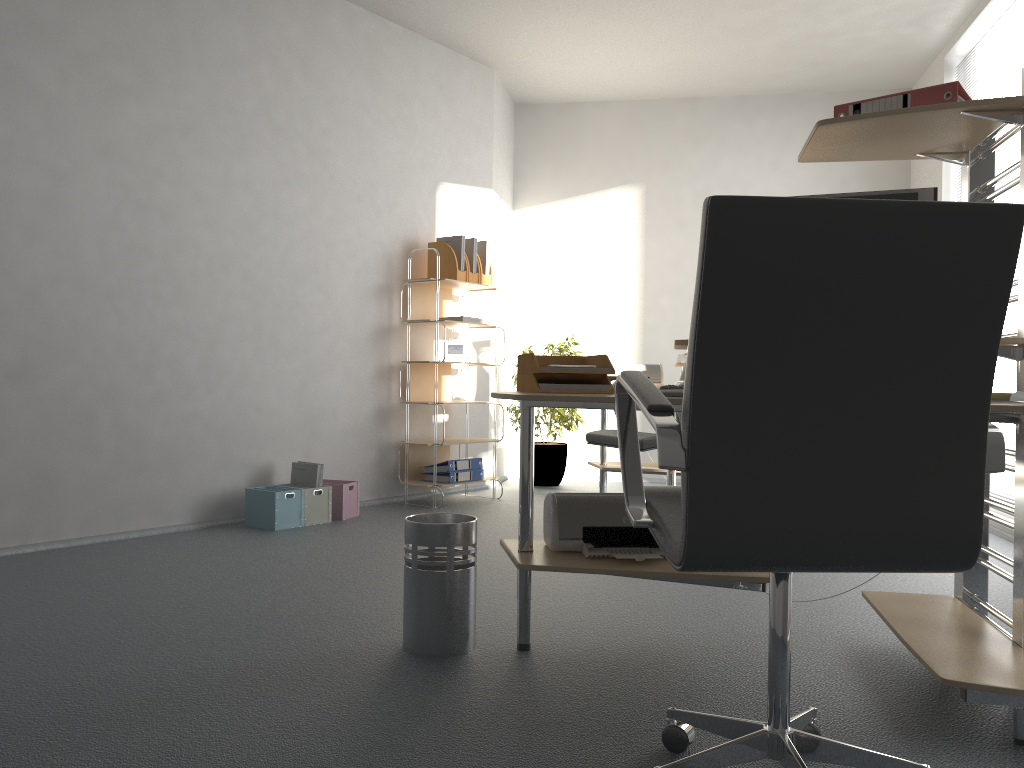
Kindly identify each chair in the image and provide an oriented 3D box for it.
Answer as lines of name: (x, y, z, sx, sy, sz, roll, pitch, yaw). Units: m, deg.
chair: (0.507, 0.243, 1.647, 0.584, 1.048, 0.652, 1, 0, -3)
chair: (0.737, 0.242, 4.022, 0.652, 1.048, 0.584, 1, 0, -24)

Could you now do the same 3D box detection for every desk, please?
desk: (1.112, -0.012, 5.076, 1.469, 1.566, 0.967, 1, 0, 10)
desk: (0.607, -0.015, 2.328, 1.469, 1.566, 0.967, 1, 0, 10)

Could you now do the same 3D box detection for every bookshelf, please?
bookshelf: (-0.374, -0.036, 5.643, 0.381, 1.572, 0.724, 1, 0, 38)

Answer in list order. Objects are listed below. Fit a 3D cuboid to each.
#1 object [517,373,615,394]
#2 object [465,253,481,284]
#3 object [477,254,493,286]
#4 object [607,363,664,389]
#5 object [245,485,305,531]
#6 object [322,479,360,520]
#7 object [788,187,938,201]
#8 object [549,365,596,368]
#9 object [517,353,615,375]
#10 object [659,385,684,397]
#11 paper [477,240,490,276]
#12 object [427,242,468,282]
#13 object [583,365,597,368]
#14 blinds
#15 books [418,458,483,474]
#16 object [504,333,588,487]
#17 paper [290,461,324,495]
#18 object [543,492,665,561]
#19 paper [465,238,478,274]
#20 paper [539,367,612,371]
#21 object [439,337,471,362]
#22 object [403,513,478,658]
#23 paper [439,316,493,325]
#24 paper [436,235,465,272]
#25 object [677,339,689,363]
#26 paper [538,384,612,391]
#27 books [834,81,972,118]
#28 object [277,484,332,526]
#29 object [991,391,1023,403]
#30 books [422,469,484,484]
object: (0.155, -0.003, 2.660, 0.225, 0.060, 0.309, 1, 0, -11)
object: (-0.329, -0.762, 5.689, 0.243, 0.259, 0.113, 1, 0, 38)
object: (-0.249, -0.761, 5.784, 0.243, 0.259, 0.113, 1, 0, 41)
object: (0.705, -0.051, 5.396, 0.438, 0.162, 0.351, 1, 0, 2)
object: (-1.226, 0.642, 4.585, 0.245, 0.202, 0.185, 1, 0, 37)
object: (-1.001, 0.645, 4.929, 0.245, 0.202, 0.185, 1, 0, 19)
object: (0.946, -0.328, 2.562, 0.516, 0.418, 0.245, 1, 0, 32)
object: (0.173, -0.051, 2.559, 0.159, 0.009, 0.008, 1, 0, -26)
object: (0.156, -0.060, 2.660, 0.225, 0.060, 0.309, 1, 0, -11)
object: (0.679, 0.047, 2.434, 0.478, 0.082, 0.814, 1, 0, 18)
paper: (-0.236, -0.780, 5.801, 0.213, 0.297, 0.045, 1, 0, 41)
object: (-0.403, -0.763, 5.590, 0.243, 0.259, 0.113, 1, 0, 36)
object: (0.185, -0.051, 2.586, 0.159, 0.009, 0.008, 1, 0, -34)
blinds: (2.695, -0.680, 4.796, 0.037, 2.749, 1.950, 1, 0, 10)
books: (-0.388, 0.518, 5.631, 0.263, 0.100, 0.320, 1, 0, 39)
object: (0.279, 0.190, 6.589, 0.544, 1.147, 0.644, 1, 0, 39)
paper: (-1.104, 0.573, 4.744, 0.220, 0.306, 0.068, 1, 0, 37)
object: (0.326, 0.399, 2.525, 0.438, 0.162, 0.351, 1, 0, -5)
paper: (-0.318, -0.782, 5.706, 0.213, 0.297, 0.045, 1, 0, 38)
paper: (0.156, -0.043, 2.659, 0.210, 0.010, 0.297, 1, 0, -11)
object: (-0.359, -0.217, 5.622, 0.192, 0.161, 0.077, 1, 0, -34)
object: (-0.206, 0.574, 2.545, 0.208, 0.377, 0.208, 1, 0, -36)
paper: (-0.299, -0.402, 5.709, 0.213, 0.046, 0.297, 1, 0, 37)
paper: (-0.392, -0.783, 5.607, 0.213, 0.297, 0.045, 1, 0, 36)
object: (1.075, -0.198, 5.333, 0.150, 0.151, 0.119, 1, 0, -4)
paper: (0.155, 0.009, 2.659, 0.210, 0.019, 0.297, 1, 0, -11)
books: (1.101, -0.737, 2.455, 0.320, 0.072, 0.262, 1, 0, 43)
object: (-1.115, 0.643, 4.733, 0.245, 0.202, 0.185, 1, 0, 37)
object: (1.132, 0.029, 2.048, 0.132, 0.026, 0.132, 1, 0, 11)
books: (-0.381, 0.574, 5.625, 0.262, 0.072, 0.320, 1, 0, 39)
